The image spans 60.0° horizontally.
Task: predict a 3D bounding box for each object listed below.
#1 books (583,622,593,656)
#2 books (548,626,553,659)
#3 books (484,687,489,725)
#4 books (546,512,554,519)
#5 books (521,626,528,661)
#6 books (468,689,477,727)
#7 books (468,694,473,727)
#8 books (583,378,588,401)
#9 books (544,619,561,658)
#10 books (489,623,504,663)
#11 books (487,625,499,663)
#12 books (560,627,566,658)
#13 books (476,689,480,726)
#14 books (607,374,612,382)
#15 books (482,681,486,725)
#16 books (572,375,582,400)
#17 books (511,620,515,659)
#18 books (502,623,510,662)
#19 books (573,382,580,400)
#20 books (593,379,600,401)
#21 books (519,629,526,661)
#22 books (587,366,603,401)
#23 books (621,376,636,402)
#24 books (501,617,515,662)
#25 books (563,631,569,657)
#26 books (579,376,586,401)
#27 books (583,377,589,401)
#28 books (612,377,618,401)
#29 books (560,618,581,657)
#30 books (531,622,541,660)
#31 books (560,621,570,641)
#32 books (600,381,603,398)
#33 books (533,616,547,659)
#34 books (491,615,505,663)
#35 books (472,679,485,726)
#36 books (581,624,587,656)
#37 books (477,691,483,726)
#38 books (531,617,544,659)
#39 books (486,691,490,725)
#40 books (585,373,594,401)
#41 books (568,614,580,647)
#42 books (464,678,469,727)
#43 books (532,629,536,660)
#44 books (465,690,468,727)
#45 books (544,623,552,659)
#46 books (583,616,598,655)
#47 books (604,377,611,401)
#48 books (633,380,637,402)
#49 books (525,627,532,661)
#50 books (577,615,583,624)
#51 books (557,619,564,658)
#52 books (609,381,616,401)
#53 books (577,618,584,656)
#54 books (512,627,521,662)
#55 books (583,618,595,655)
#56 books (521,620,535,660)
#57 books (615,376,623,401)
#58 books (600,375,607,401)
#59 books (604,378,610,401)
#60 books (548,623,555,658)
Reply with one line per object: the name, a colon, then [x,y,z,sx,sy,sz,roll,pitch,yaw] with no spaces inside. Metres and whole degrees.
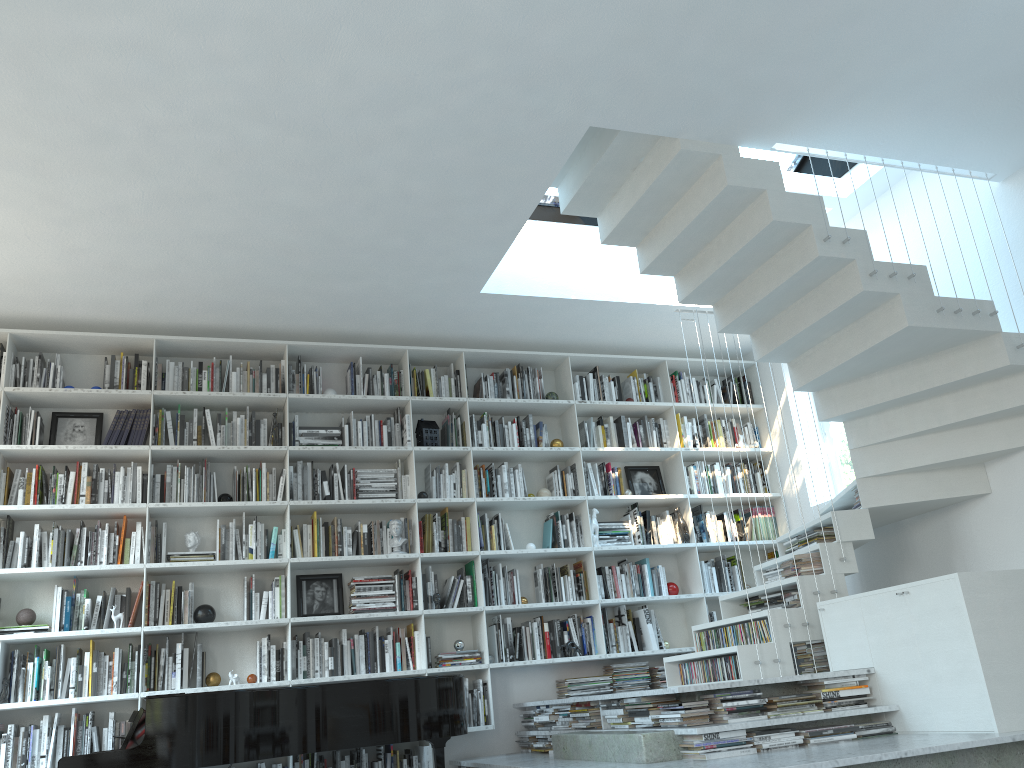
books: [0.509,1.801,6.230,0.025,0.227,0.176,1,-21,-20]
books: [0.237,1.795,6.152,0.025,0.237,0.157,1,-21,-20]
books: [-0.189,2.098,5.768,0.013,0.232,0.149,1,-21,-20]
books: [0.296,1.091,6.458,0.016,0.289,0.135,1,-21,-20]
books: [0.064,1.793,6.094,0.029,0.234,0.143,1,-21,-20]
books: [-0.257,2.094,5.728,0.026,0.224,0.175,1,-21,-20]
books: [-0.283,2.113,5.739,0.013,0.201,0.140,1,-21,-20]
books: [0.538,0.090,6.913,0.024,0.230,0.169,1,-21,-20]
books: [0.282,1.781,6.163,0.026,0.261,0.174,1,-21,-20]
books: [-0.107,1.765,6.011,0.023,0.261,0.187,1,-21,-20]
books: [-0.130,1.775,6.021,0.012,0.253,0.161,1,-21,-20]
books: [0.328,1.810,6.179,0.022,0.210,0.136,1,-21,-20]
books: [-0.245,2.100,5.749,0.012,0.225,0.149,1,-21,-20]
books: [0.764,0.081,7.019,0.012,0.278,0.153,1,-21,-20]
books: [-0.208,2.085,5.782,0.015,0.269,0.158,1,-21,-20]
books: [0.490,0.079,6.896,0.025,0.249,0.178,1,-21,-20]
books: [-0.023,1.764,6.054,0.010,0.276,0.174,1,-21,-20]
books: [-0.063,1.770,6.028,0.023,0.255,0.178,1,-21,-20]
books: [0.475,0.106,6.867,0.022,0.181,0.190,1,-21,-20]
books: [0.634,0.094,6.949,0.030,0.230,0.148,1,-21,-20]
books: [0.050,1.797,6.076,0.011,0.216,0.176,1,-21,-20]
books: [0.654,0.044,6.963,0.014,0.331,0.181,1,-21,-20]
books: [0.928,0.087,7.047,0.019,0.255,0.170,1,-21,-20]
books: [-0.039,1.752,6.042,0.030,0.293,0.189,1,-21,-20]
books: [0.354,1.822,6.176,0.025,0.180,0.169,1,-21,-20]
books: [0.517,0.082,6.899,0.026,0.241,0.185,1,-21,-20]
books: [0.556,0.089,6.940,0.027,0.248,0.140,1,-21,-20]
books: [0.795,0.092,7.022,0.012,0.253,0.161,1,-21,-20]
books: [0.404,1.783,6.207,0.070,0.265,0.186,1,-21,-20]
books: [0.142,1.780,6.108,0.025,0.251,0.182,1,-21,-20]
books: [0.367,1.792,6.196,0.012,0.248,0.165,1,-21,-20]
books: [0.672,0.105,6.973,0.030,0.219,0.133,1,-21,-20]
books: [0.193,1.762,6.130,0.012,0.292,0.175,1,-21,-20]
books: [-0.095,1.741,6.026,0.010,0.315,0.187,1,-21,-20]
books: [-0.218,2.070,5.759,0.021,0.284,0.173,1,-21,-20]
books: [0.478,1.806,6.223,0.013,0.219,0.169,1,-21,-20]
books: [-0.228,2.101,5.735,0.011,0.211,0.179,1,-21,-20]
books: [0.175,1.773,6.144,0.012,0.284,0.160,1,-21,-20]
books: [-0.180,2.115,5.779,0.012,0.205,0.161,1,-21,-20]
books: [0.596,0.070,6.942,0.048,0.277,0.150,1,-21,-20]
books: [0.439,1.774,6.233,0.013,0.292,0.135,1,-21,-20]
books: [-0.309,2.067,5.749,0.032,0.299,0.149,1,-21,-20]
books: [0.120,1.800,6.110,0.012,0.220,0.153,1,-21,-20]
books: [-0.322,2.085,5.716,0.014,0.245,0.177,1,-21,-20]
books: [0.215,1.786,6.131,0.031,0.243,0.185,1,-21,-20]
books: [0.552,1.784,6.260,0.025,0.271,0.172,1,-21,-20]
books: [0.732,0.087,6.990,0.021,0.253,0.152,1,-21,-20]
books: [0.942,0.105,7.048,0.008,0.219,0.183,1,-21,-20]
books: [0.091,1.795,6.098,0.024,0.227,0.160,1,-21,-20]
books: [0.479,1.786,6.259,0.012,0.281,0.144,1,-21,-20]
books: [0.304,1.784,6.178,0.026,0.262,0.170,1,-21,-20]
books: [0.760,0.107,6.977,0.024,0.201,0.190,1,-21,-20]
books: [0.456,1.789,6.235,0.021,0.263,0.150,1,-21,-20]
books: [0.013,1.789,6.064,0.065,0.230,0.162,1,-21,-20]
books: [0.529,1.790,6.249,0.026,0.257,0.157,1,-21,-20]
books: [0.108,1.776,6.109,0.014,0.267,0.172,1,-21,-20]
books: [0.818,0.087,7.019,0.030,0.256,0.165,1,-21,-20]
books: [0.697,0.079,6.970,0.014,0.261,0.169,1,-21,-20]
books: [0.715,0.092,6.973,0.022,0.235,0.172,1,-21,-20]
books: [0.256,1.796,6.167,0.021,0.241,0.131,1,-21,-20]
